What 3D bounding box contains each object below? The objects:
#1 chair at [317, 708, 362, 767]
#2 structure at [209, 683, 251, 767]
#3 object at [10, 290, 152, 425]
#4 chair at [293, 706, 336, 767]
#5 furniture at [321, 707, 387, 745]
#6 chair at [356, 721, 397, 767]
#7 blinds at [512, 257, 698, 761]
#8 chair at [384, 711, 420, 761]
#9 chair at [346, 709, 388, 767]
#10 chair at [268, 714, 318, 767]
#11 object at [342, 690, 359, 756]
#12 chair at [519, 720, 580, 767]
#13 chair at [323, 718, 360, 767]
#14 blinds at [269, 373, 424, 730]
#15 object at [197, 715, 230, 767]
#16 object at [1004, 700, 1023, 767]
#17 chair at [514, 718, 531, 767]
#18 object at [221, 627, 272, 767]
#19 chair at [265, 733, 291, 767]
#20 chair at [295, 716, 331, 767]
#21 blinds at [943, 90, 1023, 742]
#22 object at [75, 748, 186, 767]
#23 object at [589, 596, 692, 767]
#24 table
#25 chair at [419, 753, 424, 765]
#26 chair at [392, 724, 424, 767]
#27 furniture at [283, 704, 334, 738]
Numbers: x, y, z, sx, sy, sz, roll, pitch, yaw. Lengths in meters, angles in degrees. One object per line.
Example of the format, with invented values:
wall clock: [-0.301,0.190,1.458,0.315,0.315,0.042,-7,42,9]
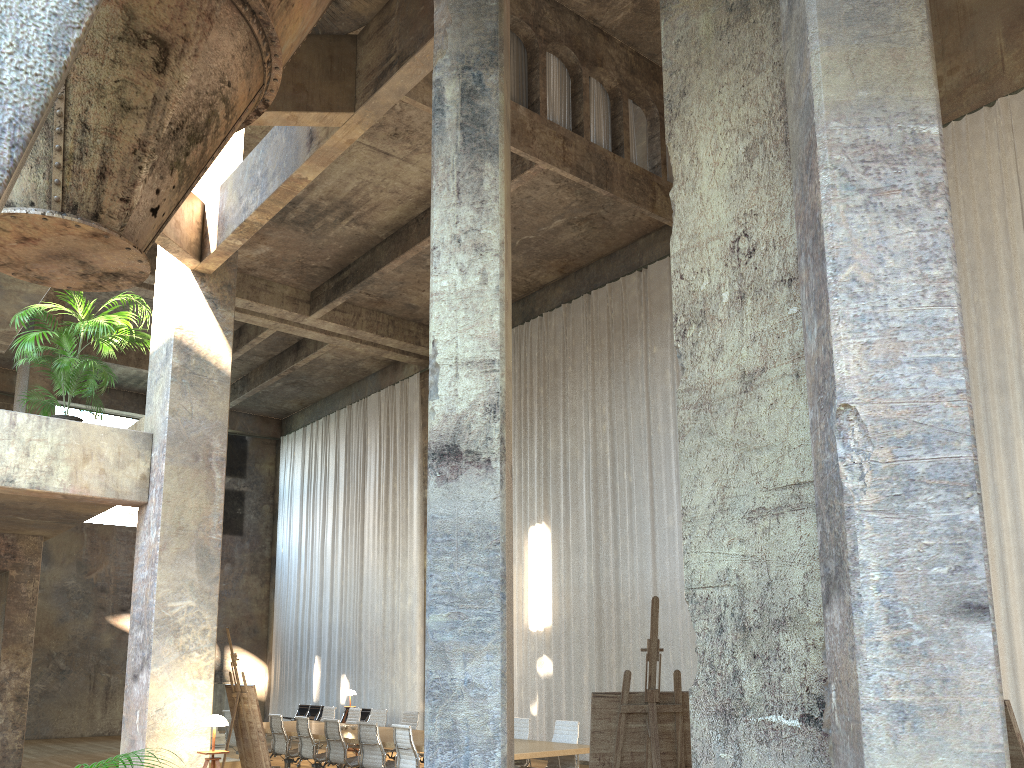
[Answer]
chair: [-2.944,6.097,15.087,0.704,0.997,0.680,8,-15,-30]
structure: [-3.324,4.049,9.580,0.600,1.505,0.756,9,-16,-38]
object: [-4.610,-0.241,9.404,1.414,1.759,1.384,9,-16,-32]
chair: [-3.515,6.307,15.726,0.705,0.997,0.679,8,-16,-33]
furniture: [-3.560,7.616,19.478,0.716,0.818,1.905,11,-20,-37]
chair: [-1.679,4.896,11.405,0.707,0.997,0.677,11,-17,-39]
blinds: [0.911,2.609,16.562,0.277,8.407,7.974,8,-16,-37]
chair: [-1.801,5.652,13.735,0.705,0.997,0.679,8,-16,-33]
chair: [-2.402,5.883,14.436,0.707,0.997,0.677,11,-17,-39]
chair: [-3.393,5.576,13.470,0.705,0.997,0.679,8,-16,-33]
object: [-3.321,6.742,17.468,0.571,1.261,0.677,1,-13,-6]
chair: [-1.726,4.202,9.240,13.113,1.003,32.072,14,-23,-37]
chair: [-2.265,5.131,12.117,0.705,0.997,0.679,8,-16,-33]
blinds: [-4.585,4.777,23.152,0.278,8.407,7.966,9,-17,-39]
object: [-2.779,3.620,7.845,0.577,1.261,0.670,9,-16,-38]
object: [2.112,1.940,4.025,0.685,2.087,0.720,2,-12,-13]
chair: [-0.090,4.978,11.686,0.706,0.997,0.678,9,-16,-35]
object: [-2.744,3.570,8.965,0.692,2.087,0.713,9,-15,-39]
chair: [-3.976,5.805,14.166,0.706,0.997,0.678,9,-16,-35]
chair: [-2.821,5.351,12.788,0.704,0.997,0.680,8,-15,-30]
blinds: [6.390,0.447,9.993,0.277,8.407,7.974,8,-16,-37]
object: [-0.592,0.448,0.592,0.690,0.913,0.882,4,-15,-18]
object: [0.833,2.392,5.395,0.702,2.087,0.703,1,-12,-7]
table: [-1.960,5.506,12.872,1.621,0.738,7.853,13,-22,-37]
chair: [-1.245,5.431,13.064,0.704,0.997,0.680,8,-15,-30]
chair: [-1.129,4.684,10.759,0.704,0.997,0.680,8,-15,-30]
furniture: [-5.073,8.213,21.293,0.716,0.818,1.905,11,-20,-37]
